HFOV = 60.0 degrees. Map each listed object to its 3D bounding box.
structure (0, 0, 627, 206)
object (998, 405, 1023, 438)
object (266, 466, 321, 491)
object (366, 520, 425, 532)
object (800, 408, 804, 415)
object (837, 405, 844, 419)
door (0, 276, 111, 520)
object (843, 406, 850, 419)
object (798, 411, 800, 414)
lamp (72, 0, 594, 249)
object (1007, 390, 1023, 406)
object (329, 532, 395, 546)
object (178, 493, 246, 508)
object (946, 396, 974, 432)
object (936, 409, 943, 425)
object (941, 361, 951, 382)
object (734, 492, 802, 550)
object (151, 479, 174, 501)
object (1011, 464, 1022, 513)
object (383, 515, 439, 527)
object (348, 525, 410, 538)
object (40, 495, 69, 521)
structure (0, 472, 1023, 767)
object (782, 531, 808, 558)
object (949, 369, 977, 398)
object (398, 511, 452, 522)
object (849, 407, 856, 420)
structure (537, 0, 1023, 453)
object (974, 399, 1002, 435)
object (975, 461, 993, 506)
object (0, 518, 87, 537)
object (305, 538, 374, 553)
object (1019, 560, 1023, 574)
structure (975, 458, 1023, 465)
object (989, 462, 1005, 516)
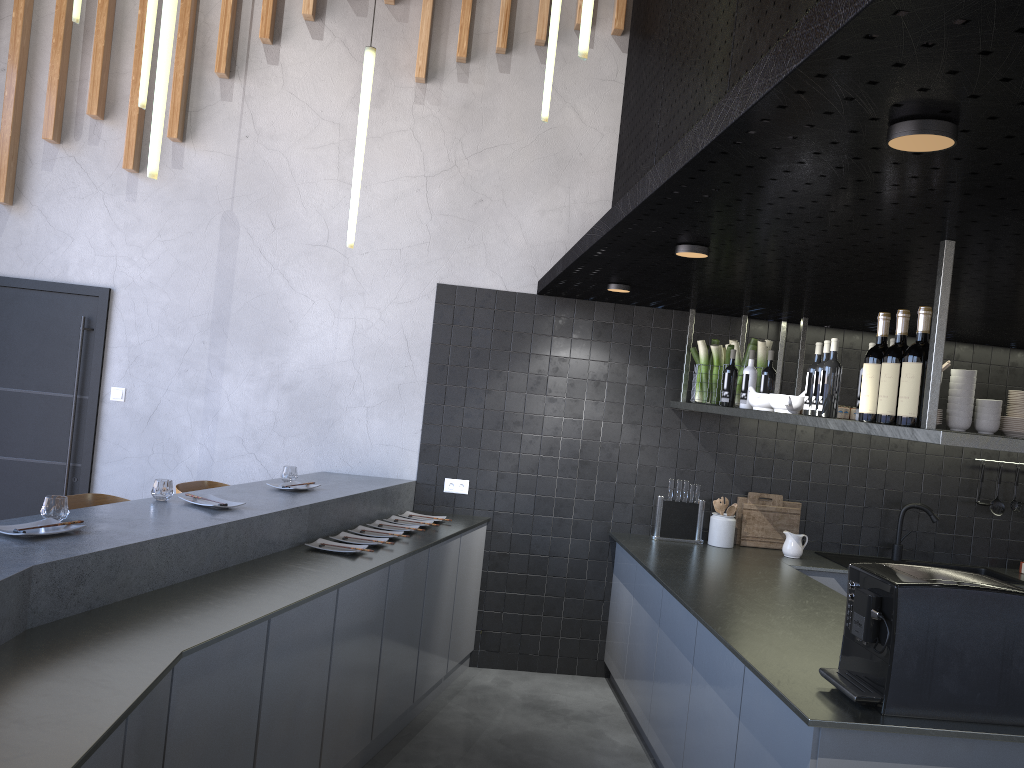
[{"bbox_3d":[2.393,-0.963,0.509,10.399,5.894,10.127,6,0,-4],"label":"structure"},{"bbox_3d":[3.135,0.233,5.429,0.304,0.195,0.300,6,0,7],"label":"object"},{"bbox_3d":[-1.133,0.484,4.545,0.269,0.086,0.319,6,0,21],"label":"object"},{"bbox_3d":[-0.595,0.751,4.629,0.294,0.025,0.170,6,0,11],"label":"object"},{"bbox_3d":[1.745,0.144,5.262,0.062,0.078,0.062,6,0,-9],"label":"object"},{"bbox_3d":[1.943,0.165,5.277,0.062,0.078,0.062,6,0,-9],"label":"object"},{"bbox_3d":[-2.971,0.407,5.195,1.012,2.056,0.137,6,0,-4],"label":"door"},{"bbox_3d":[2.003,0.171,5.350,0.062,0.078,0.062,6,0,-9],"label":"object"},{"bbox_3d":[1.677,0.137,5.257,0.062,0.078,0.062,6,0,1],"label":"object"},{"bbox_3d":[2.256,-5.146,0.912,8.975,10.231,8.774,6,0,-6],"label":"lamp"},{"bbox_3d":[3.151,0.101,5.431,0.204,0.106,0.204,6,0,-38],"label":"object"},{"bbox_3d":[-0.697,0.741,4.190,0.294,0.025,0.170,6,0,11],"label":"object"},{"bbox_3d":[-1.295,0.499,3.774,0.294,0.025,0.170,6,0,34],"label":"object"},{"bbox_3d":[2.718,0.180,5.387,0.143,0.214,0.149,6,0,24],"label":"object"},{"bbox_3d":[2.445,0.161,5.375,0.304,0.195,0.300,6,0,7],"label":"object"},{"bbox_3d":[2.477,-0.031,5.389,0.249,0.243,0.248,6,0,-4],"label":"object"},{"bbox_3d":[1.592,0.847,5.481,0.400,0.330,0.098,6,0,-4],"label":"object"},{"bbox_3d":[-1.477,0.449,3.751,0.086,0.086,0.086,6,0,-33],"label":"object"},{"bbox_3d":[3.176,0.657,5.578,0.062,0.306,0.038,6,0,-4],"label":"object"},{"bbox_3d":[-0.539,0.757,4.833,0.294,0.025,0.170,6,0,11],"label":"object"},{"bbox_3d":[-0.651,0.745,4.409,0.294,0.025,0.170,6,0,11],"label":"object"},{"bbox_3d":[-1.597,0.437,3.100,0.086,0.086,0.086,6,0,-45],"label":"object"},{"bbox_3d":[2.475,1.309,3.222,8.945,1.400,4.889,6,0,-4],"label":"structure"},{"bbox_3d":[1.661,0.945,5.219,0.127,0.144,0.115,6,0,34],"label":"object"},{"bbox_3d":[2.735,0.016,5.387,0.143,0.214,0.149,6,0,24],"label":"object"},{"bbox_3d":[-0.484,0.762,5.036,0.294,0.025,0.170,6,0,11],"label":"object"},{"bbox_3d":[2.068,0.178,5.355,0.062,0.078,0.062,6,0,-9],"label":"object"},{"bbox_3d":[4.666,-0.664,3.279,8.600,2.382,4.958,6,0,-4],"label":"structure"},{"bbox_3d":[2.896,0.198,5.401,0.143,0.214,0.149,6,0,24],"label":"object"},{"bbox_3d":[2.952,0.620,5.523,0.103,0.280,0.103,6,0,38],"label":"object"},{"bbox_3d":[-1.539,0.474,2.922,0.170,0.025,0.294,6,0,22],"label":"object"},{"bbox_3d":[-0.760,0.734,3.970,0.294,0.025,0.170,6,0,11],"label":"object"},{"bbox_3d":[3.198,1.141,5.523,0.062,0.078,0.062,6,0,1],"label":"object"},{"bbox_3d":[3.283,0.514,5.621,0.743,0.018,0.074,6,0,-4],"label":"structure"},{"bbox_3d":[3.061,0.660,5.573,0.104,0.336,0.031,6,0,-5],"label":"object"}]
